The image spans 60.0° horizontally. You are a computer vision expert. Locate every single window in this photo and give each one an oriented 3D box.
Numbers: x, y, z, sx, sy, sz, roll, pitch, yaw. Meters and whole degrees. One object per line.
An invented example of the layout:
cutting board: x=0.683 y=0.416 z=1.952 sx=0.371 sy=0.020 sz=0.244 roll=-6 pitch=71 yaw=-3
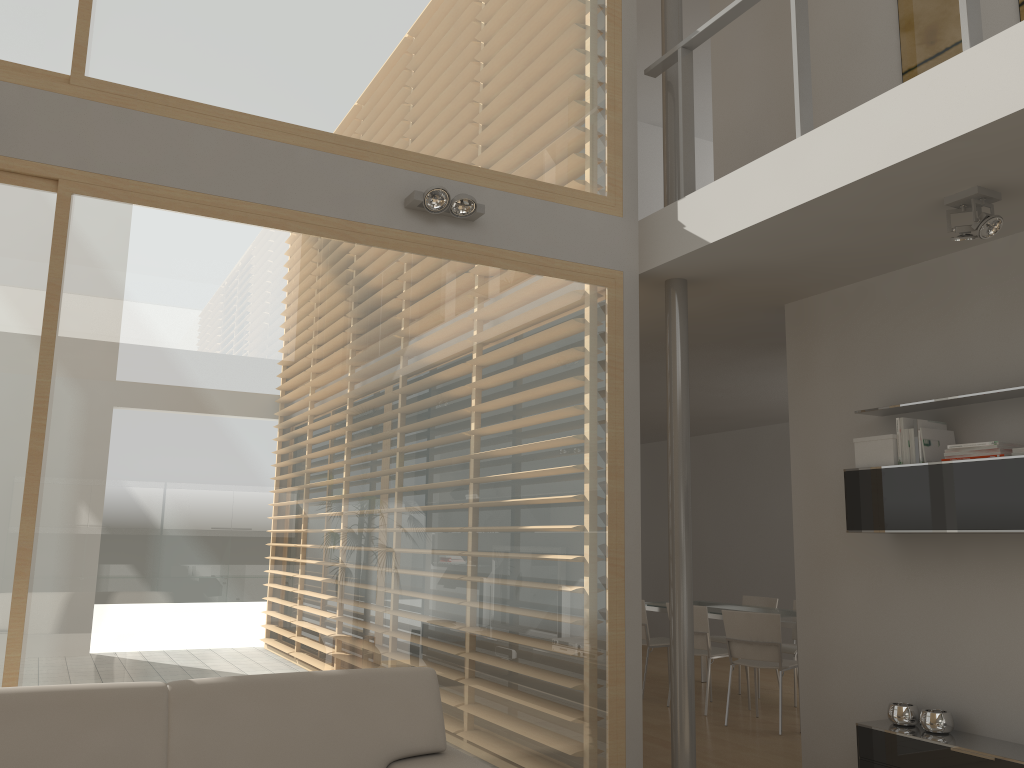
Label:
window: x=-0.595 y=-2.203 z=4.357 sx=2.525 sy=2.200 sz=0.020 roll=6 pitch=-11 yaw=-27
window: x=-0.643 y=0.602 z=3.858 sx=2.525 sy=2.500 sz=0.020 roll=6 pitch=-11 yaw=-27
window: x=-2.932 y=0.358 z=2.705 sx=2.525 sy=2.500 sz=0.020 roll=6 pitch=-11 yaw=-27
window: x=-2.884 y=-2.448 z=3.203 sx=2.525 sy=2.200 sz=0.020 roll=6 pitch=-11 yaw=-27

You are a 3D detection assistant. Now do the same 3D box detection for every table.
table: x=1.932 y=2.255 z=7.349 sx=0.900 sy=0.746 sz=2.199 roll=6 pitch=-11 yaw=-27

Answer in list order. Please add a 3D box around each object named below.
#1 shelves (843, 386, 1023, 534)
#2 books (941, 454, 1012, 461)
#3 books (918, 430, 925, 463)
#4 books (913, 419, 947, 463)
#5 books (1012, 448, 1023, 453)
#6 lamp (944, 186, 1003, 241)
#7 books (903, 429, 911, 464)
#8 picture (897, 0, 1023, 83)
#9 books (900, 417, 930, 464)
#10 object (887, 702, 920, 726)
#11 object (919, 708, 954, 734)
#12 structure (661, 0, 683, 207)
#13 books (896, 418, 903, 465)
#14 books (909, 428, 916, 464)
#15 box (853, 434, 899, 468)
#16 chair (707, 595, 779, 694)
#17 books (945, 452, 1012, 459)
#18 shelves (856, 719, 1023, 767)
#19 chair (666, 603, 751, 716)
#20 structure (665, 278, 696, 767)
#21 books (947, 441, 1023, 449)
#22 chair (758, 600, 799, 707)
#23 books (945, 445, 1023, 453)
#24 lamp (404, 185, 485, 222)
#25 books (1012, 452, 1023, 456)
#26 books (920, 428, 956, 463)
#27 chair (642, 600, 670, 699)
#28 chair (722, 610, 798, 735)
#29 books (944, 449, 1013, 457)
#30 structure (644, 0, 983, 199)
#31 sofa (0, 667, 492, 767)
shelves: x=2.766 y=0.282 z=2.607 sx=0.300 sy=0.914 sz=4.236 roll=6 pitch=-11 yaw=-27
books: x=2.083 y=0.331 z=3.887 sx=0.210 sy=0.013 sz=0.297 roll=6 pitch=-11 yaw=-27
books: x=1.976 y=0.302 z=4.144 sx=0.207 sy=0.156 sz=0.009 roll=6 pitch=-11 yaw=-27
books: x=1.968 y=0.278 z=4.162 sx=0.207 sy=0.210 sz=0.021 roll=6 pitch=-11 yaw=-27
books: x=2.231 y=0.271 z=3.633 sx=0.227 sy=0.017 sz=0.230 roll=6 pitch=-11 yaw=-27
lamp: x=1.876 y=-0.673 z=3.598 sx=0.150 sy=0.195 sz=0.214 roll=6 pitch=-11 yaw=-27
books: x=1.948 y=0.306 z=4.206 sx=0.230 sy=0.169 sz=0.027 roll=6 pitch=-11 yaw=-27
picture: x=2.466 y=-2.295 z=4.049 sx=0.010 sy=1.800 sz=1.684 roll=6 pitch=-11 yaw=-27
books: x=1.945 y=0.282 z=4.234 sx=0.230 sy=0.227 sz=0.017 roll=6 pitch=-11 yaw=-27
object: x=1.848 y=1.560 z=4.185 sx=0.143 sy=0.091 sz=0.143 roll=0 pitch=-10 yaw=4
object: x=1.930 y=1.533 z=4.031 sx=0.143 sy=0.091 sz=0.143 roll=0 pitch=-10 yaw=4
structure: x=0.926 y=-2.041 z=5.127 sx=0.122 sy=2.400 sz=0.121 roll=9 pitch=-13 yaw=-39
books: x=1.930 y=0.284 z=4.247 sx=0.230 sy=0.227 sz=0.017 roll=6 pitch=-11 yaw=-27
books: x=1.968 y=0.303 z=4.185 sx=0.230 sy=0.169 sz=0.027 roll=6 pitch=-11 yaw=-27
box: x=1.847 y=0.338 z=4.336 sx=0.232 sy=0.149 sz=0.232 roll=6 pitch=-11 yaw=-27
chair: x=2.109 y=2.359 z=8.088 sx=0.501 sy=0.807 sz=0.455 roll=6 pitch=-11 yaw=-27
books: x=2.082 y=0.320 z=3.893 sx=0.190 sy=0.011 sz=0.268 roll=6 pitch=-11 yaw=-26
shelves: x=2.745 y=1.462 z=2.397 sx=0.300 sy=0.312 sz=4.236 roll=6 pitch=-11 yaw=-27
chair: x=1.563 y=2.175 z=7.104 sx=0.501 sy=0.807 sz=0.455 roll=7 pitch=-12 yaw=-32
structure: x=0.878 y=0.765 z=4.629 sx=0.122 sy=2.700 sz=0.121 roll=9 pitch=-13 yaw=-39
books: x=2.091 y=0.277 z=3.903 sx=0.230 sy=0.017 sz=0.227 roll=7 pitch=-12 yaw=-32
chair: x=2.416 y=2.266 z=7.532 sx=0.501 sy=0.807 sz=0.455 roll=6 pitch=-11 yaw=-27
books: x=2.078 y=0.292 z=3.897 sx=0.190 sy=0.015 sz=0.254 roll=6 pitch=-11 yaw=-26
lamp: x=-0.303 y=-0.841 z=4.164 sx=0.360 sy=0.110 sz=0.183 roll=6 pitch=-11 yaw=-27
books: x=2.229 y=0.289 z=3.643 sx=0.254 sy=0.015 sz=0.190 roll=5 pitch=-11 yaw=-21
books: x=1.995 y=0.295 z=4.139 sx=0.230 sy=0.169 sz=0.023 roll=6 pitch=-11 yaw=-27
chair: x=1.253 y=2.282 z=7.738 sx=0.501 sy=0.807 sz=0.455 roll=4 pitch=-11 yaw=-17
chair: x=1.856 y=2.067 z=6.470 sx=0.455 sy=0.807 sz=0.501 roll=-8 pitch=-14 yaw=42
books: x=2.076 y=0.308 z=3.903 sx=0.190 sy=0.015 sz=0.254 roll=7 pitch=-12 yaw=-31
structure: x=2.028 y=-1.715 z=2.567 sx=0.080 sy=0.900 sz=5.400 roll=6 pitch=-11 yaw=-27
sofa: x=-0.946 y=1.282 z=2.421 sx=2.093 sy=0.846 sz=1.168 roll=6 pitch=-11 yaw=-27
